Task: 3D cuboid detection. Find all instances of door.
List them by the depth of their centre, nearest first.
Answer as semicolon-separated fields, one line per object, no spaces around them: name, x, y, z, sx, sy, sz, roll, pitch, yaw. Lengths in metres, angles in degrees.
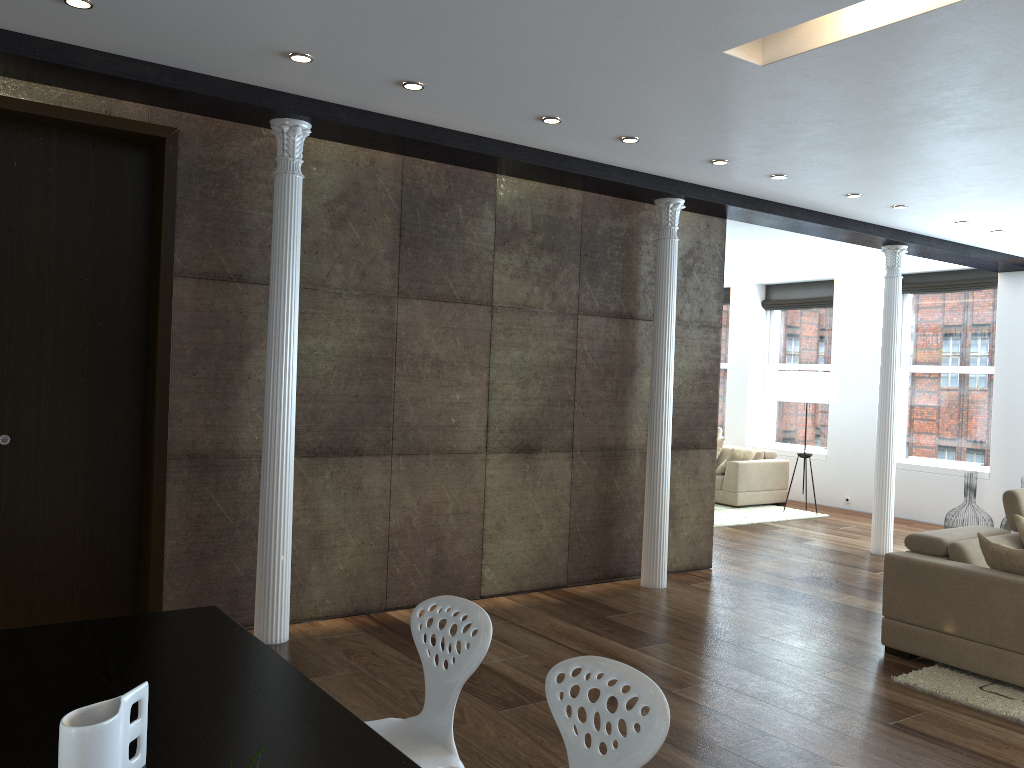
door;-2.421;-0.010;4.770;1.000;2.814;0.510;2;1;-35

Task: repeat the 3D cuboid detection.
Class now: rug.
rug;4.594;1.670;4.684;4.231;0.020;2.972;2;1;-35
rug;1.380;1.481;11.526;2.972;0.020;4.231;2;1;-35

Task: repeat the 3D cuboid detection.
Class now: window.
window;5.228;-0.148;10.603;0.123;2.400;1.391;2;1;-35
window;4.046;-0.210;12.299;0.123;2.400;1.345;2;1;-35
window;3.020;-0.264;13.771;0.123;2.400;1.444;2;1;-35

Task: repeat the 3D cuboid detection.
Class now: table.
table;-0.521;1.137;1.222;1.200;0.733;3.400;2;1;-35

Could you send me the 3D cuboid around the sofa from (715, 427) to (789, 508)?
sofa;2.447;1.052;12.231;1.018;0.950;2.581;2;1;-35

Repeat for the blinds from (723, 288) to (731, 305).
blinds;3.013;-1.339;13.724;0.156;0.275;1.442;2;1;-35

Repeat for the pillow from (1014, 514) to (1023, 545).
pillow;3.298;1.017;5.376;0.534;0.439;0.301;2;1;-31

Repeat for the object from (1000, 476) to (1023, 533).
object;5.204;1.277;8.964;0.458;0.781;0.458;2;1;-36

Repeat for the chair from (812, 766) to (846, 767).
chair;0.447;1.122;1.418;0.581;0.835;0.495;2;1;-35

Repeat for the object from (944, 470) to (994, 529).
object;4.759;1.256;9.222;0.458;0.781;0.458;2;1;-36

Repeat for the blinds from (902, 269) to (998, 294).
blinds;5.219;-1.223;10.559;0.156;0.275;1.396;2;1;-35

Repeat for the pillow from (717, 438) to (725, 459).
pillow;2.607;0.931;12.028;0.301;0.439;0.534;2;1;-38

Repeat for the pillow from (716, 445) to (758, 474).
pillow;2.846;0.969;11.269;0.518;0.393;0.395;2;1;-38

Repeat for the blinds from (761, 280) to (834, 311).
blinds;4.035;-1.226;12.255;0.156;0.393;1.342;2;1;-35

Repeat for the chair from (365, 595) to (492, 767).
chair;-0.381;1.078;2.588;0.581;0.835;0.495;2;1;-35

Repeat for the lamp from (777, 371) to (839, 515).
lamp;3.565;0.717;10.778;0.698;1.728;0.698;2;1;-11

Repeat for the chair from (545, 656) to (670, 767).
chair;0.033;1.100;2.028;0.581;0.835;0.495;2;1;-35

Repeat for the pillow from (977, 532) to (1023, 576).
pillow;2.810;1.025;4.746;0.395;0.393;0.518;2;1;-31

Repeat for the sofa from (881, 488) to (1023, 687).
sofa;3.509;1.154;5.511;2.581;0.950;1.021;2;1;-35
